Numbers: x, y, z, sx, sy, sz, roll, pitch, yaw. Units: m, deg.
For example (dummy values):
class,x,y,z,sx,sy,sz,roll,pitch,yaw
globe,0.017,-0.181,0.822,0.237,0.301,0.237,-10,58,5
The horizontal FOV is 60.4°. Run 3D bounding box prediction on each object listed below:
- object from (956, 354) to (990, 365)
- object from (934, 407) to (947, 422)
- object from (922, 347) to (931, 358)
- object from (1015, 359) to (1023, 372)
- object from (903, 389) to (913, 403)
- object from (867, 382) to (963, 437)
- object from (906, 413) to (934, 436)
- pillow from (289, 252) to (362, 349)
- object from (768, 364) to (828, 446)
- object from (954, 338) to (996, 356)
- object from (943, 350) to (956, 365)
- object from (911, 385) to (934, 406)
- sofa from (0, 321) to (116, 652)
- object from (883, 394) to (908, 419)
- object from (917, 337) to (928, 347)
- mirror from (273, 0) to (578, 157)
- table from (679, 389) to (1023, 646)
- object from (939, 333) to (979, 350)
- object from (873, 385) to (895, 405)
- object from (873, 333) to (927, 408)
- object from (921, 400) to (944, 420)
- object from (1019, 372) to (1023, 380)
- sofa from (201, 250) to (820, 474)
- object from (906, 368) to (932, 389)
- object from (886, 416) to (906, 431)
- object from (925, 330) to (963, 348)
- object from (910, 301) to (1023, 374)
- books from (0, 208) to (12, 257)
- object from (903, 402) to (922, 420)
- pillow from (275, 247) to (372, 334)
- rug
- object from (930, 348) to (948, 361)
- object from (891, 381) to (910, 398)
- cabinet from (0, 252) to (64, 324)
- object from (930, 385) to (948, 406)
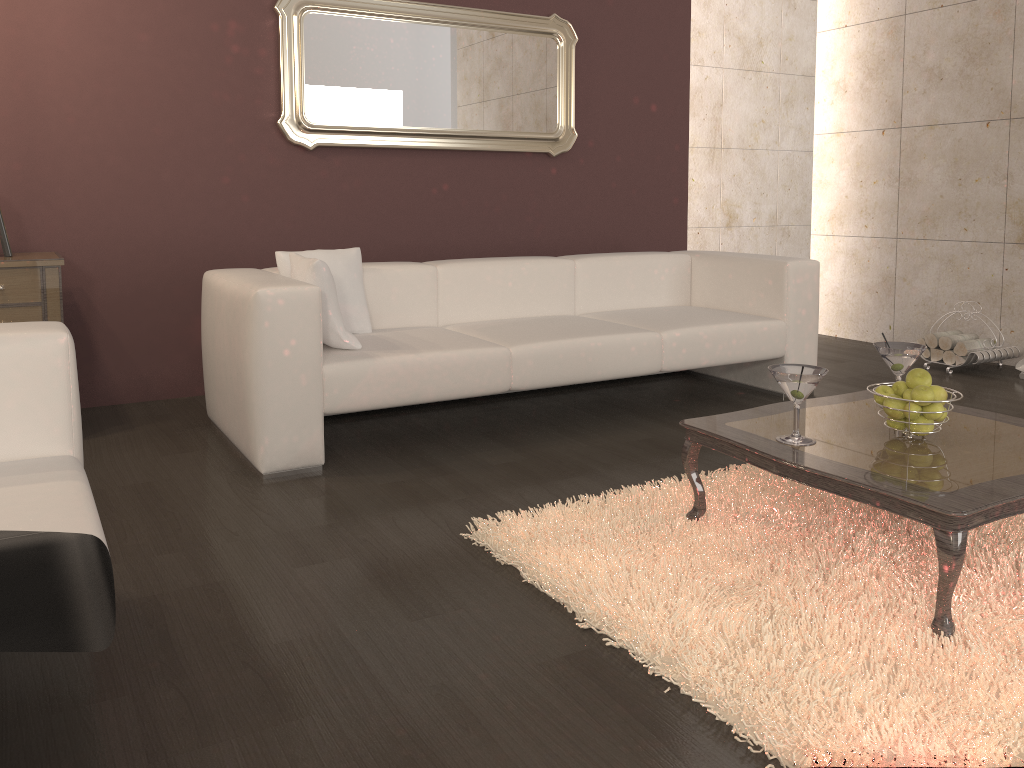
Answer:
class,x,y,z,sx,sy,sz,roll,pitch,yaw
object,2.546,-0.139,4.852,0.244,0.058,0.062,-7,11,-29
object,1.130,0.077,2.342,0.051,0.047,0.052,-6,11,-35
object,2.444,-0.189,5.036,0.253,0.057,0.057,-7,11,-29
object,2.763,-0.366,4.650,0.125,0.596,0.117,1,6,10
object,1.053,0.035,2.318,0.046,0.043,0.046,5,10,31
object,1.069,0.078,2.347,0.234,0.117,0.237,3,11,15
object,1.073,0.104,2.315,0.069,0.063,0.068,2,9,15
pillow,-0.735,-0.321,3.388,0.186,0.354,0.380,-4,10,-31
object,0.748,0.042,2.310,0.152,0.214,0.152,-6,9,-37
object,2.553,-0.205,4.855,0.263,0.078,0.081,-7,11,-29
object,2.517,-0.160,4.912,0.253,0.076,0.080,-7,11,-29
object,1.060,0.031,2.273,0.054,0.051,0.054,-5,10,-29
sofa,-1.020,0.372,1.153,0.947,0.642,2.052,-6,12,-29
object,1.015,0.060,2.326,0.066,0.065,0.067,4,10,27
object,2.430,-0.246,5.057,0.253,0.057,0.057,-7,11,-29
mirror,-0.388,-1.658,4.765,1.790,0.814,0.047,-6,8,-30
table,1.061,0.288,2.381,0.918,0.298,0.915,-7,13,-31
object,2.503,-0.236,4.929,0.253,0.076,0.080,-7,11,-29
object,1.002,0.031,2.371,0.054,0.054,0.054,3,9,22
object,1.176,-0.036,2.677,0.152,0.214,0.153,5,9,35
object,1.089,0.067,2.281,0.054,0.050,0.054,-4,10,-25
object,2.846,-0.356,4.579,0.217,0.689,0.265,-3,7,-30
sofa,0.101,-0.235,4.032,2.794,0.642,0.955,-7,12,-29
object,1.079,-0.010,2.336,0.062,0.063,0.063,-5,10,-29
object,1.037,0.099,2.368,0.055,0.054,0.055,-3,9,-18
object,2.460,-0.256,5.003,0.253,0.081,0.082,-7,11,-29
object,2.555,-0.278,4.964,0.504,0.375,0.436,-6,11,-29
books,-2.053,-0.633,3.537,0.069,0.234,0.174,-3,8,-29
object,1.039,0.070,2.285,0.046,0.045,0.044,-7,11,-38
pillow,-0.782,-0.381,3.669,0.378,0.357,0.171,-5,8,-31
rug,1.056,0.436,2.374,2.005,0.066,1.528,-7,14,-29
object,2.492,-0.176,4.986,0.277,0.073,0.083,-7,11,-29
object,1.051,0.016,2.376,0.045,0.049,0.050,-2,9,-15
cabinet,-2.510,-0.089,3.261,1.534,0.721,0.537,-6,10,-29
object,1.117,0.034,2.321,0.057,0.060,0.063,5,10,29
